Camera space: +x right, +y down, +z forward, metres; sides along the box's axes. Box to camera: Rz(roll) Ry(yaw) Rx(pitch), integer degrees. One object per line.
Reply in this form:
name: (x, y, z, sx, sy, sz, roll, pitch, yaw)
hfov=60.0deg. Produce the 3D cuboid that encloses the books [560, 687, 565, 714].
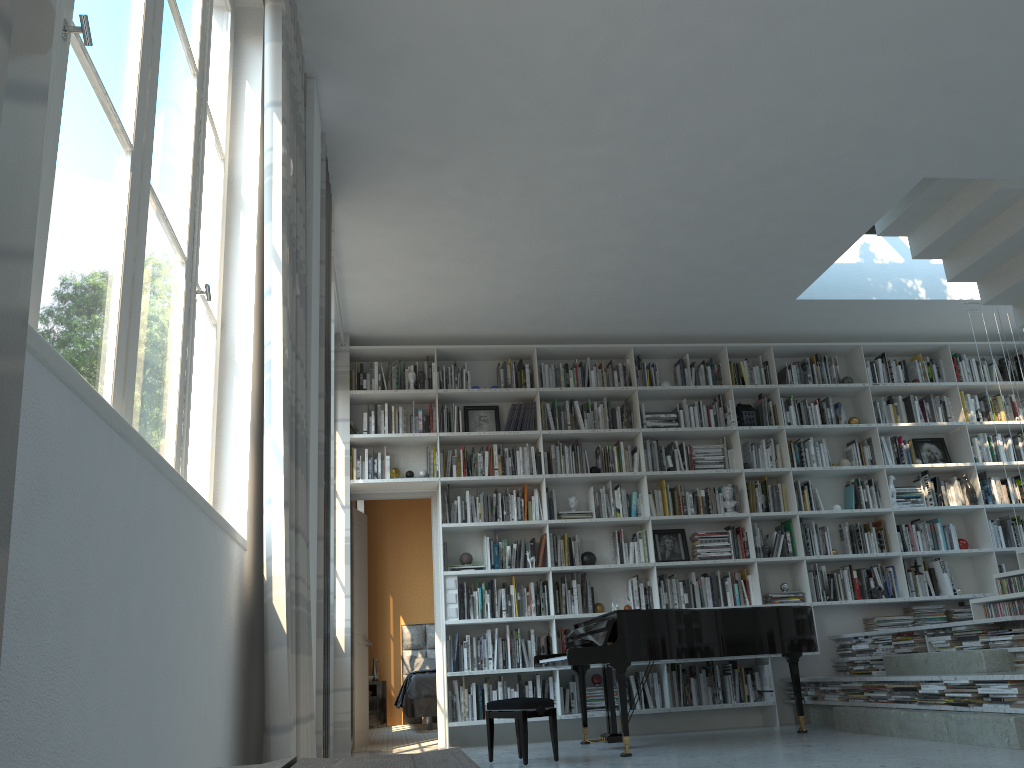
books: (0.372, 2.433, 6.816, 0.025, 0.197, 0.160, -1, -18, -8)

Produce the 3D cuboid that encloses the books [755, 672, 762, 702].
books: (1.916, 2.396, 7.017, 0.029, 0.217, 0.191, -1, -18, -8)

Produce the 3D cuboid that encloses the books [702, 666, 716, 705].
books: (1.550, 2.371, 6.980, 0.013, 0.284, 0.185, -1, -18, -8)

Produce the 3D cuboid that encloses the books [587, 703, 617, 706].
books: (0.667, 2.471, 6.835, 0.254, 0.007, 0.161, 1, -19, -12)

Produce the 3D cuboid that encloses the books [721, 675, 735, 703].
books: (1.696, 2.403, 6.984, 0.029, 0.209, 0.171, -1, -18, -8)

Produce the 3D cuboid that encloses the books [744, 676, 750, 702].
books: (1.828, 2.414, 7.013, 0.024, 0.190, 0.155, -1, -18, -8)

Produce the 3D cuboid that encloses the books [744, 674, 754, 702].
books: (1.851, 2.404, 7.008, 0.022, 0.204, 0.192, -1, -18, -8)

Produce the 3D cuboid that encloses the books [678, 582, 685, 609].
books: (1.352, 1.718, 7.162, 0.023, 0.216, 0.175, -1, -18, -8)

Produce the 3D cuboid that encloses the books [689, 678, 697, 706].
books: (1.395, 2.408, 6.940, 0.028, 0.205, 0.175, -1, -18, -8)

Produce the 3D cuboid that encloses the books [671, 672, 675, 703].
books: (1.244, 2.395, 6.958, 0.010, 0.258, 0.131, -1, -18, -8)

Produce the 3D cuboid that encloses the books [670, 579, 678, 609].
books: (1.292, 1.708, 7.165, 0.027, 0.245, 0.180, -1, -18, -8)

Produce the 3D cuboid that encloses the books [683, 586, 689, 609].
books: (1.379, 1.733, 7.157, 0.029, 0.183, 0.175, -1, -18, -8)

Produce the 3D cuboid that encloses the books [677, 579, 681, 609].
books: (1.327, 1.713, 7.184, 0.021, 0.243, 0.142, -1, -18, -8)

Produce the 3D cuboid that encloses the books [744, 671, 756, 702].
books: (1.874, 2.397, 7.026, 0.028, 0.227, 0.162, -1, -18, -8)

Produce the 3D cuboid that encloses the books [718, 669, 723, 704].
books: (1.616, 2.385, 6.998, 0.024, 0.261, 0.132, -1, -18, -8)

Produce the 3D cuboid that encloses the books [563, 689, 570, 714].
books: (0.412, 2.436, 6.812, 0.053, 0.183, 0.148, -1, -18, -8)

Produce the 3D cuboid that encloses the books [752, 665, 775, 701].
books: (1.978, 2.353, 6.979, 0.038, 0.268, 0.278, -1, -18, -8)

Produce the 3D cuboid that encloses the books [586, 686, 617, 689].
books: (0.658, 2.354, 6.882, 0.285, 0.005, 0.160, -1, -18, -8)

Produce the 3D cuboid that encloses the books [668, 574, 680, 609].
books: (1.311, 1.689, 7.170, 0.013, 0.281, 0.167, -1, -18, -8)

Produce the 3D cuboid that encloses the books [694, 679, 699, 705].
books: (1.420, 2.422, 6.971, 0.030, 0.196, 0.143, -1, -18, -8)

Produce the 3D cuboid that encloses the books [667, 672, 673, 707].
books: (1.203, 2.388, 6.923, 0.026, 0.255, 0.184, -1, -18, -8)

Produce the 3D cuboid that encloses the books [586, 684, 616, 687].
books: (0.659, 2.340, 6.874, 0.285, 0.005, 0.160, -2, -18, -3)

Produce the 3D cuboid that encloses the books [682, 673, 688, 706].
books: (1.331, 2.397, 6.960, 0.022, 0.246, 0.144, -1, -18, -8)

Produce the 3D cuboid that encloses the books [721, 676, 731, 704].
books: (1.677, 2.403, 6.976, 0.010, 0.205, 0.180, -1, -18, -8)

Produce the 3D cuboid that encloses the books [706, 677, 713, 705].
books: (1.532, 2.414, 6.977, 0.024, 0.203, 0.145, -1, -18, -8)

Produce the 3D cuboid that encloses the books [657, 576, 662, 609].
books: (1.171, 1.697, 7.157, 0.011, 0.274, 0.146, -1, -18, -8)

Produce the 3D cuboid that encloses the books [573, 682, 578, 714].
books: (0.472, 2.417, 6.833, 0.027, 0.226, 0.140, -1, -18, -8)

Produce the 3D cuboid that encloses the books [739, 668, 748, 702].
books: (1.810, 2.379, 7.011, 0.011, 0.257, 0.172, -1, -18, -8)

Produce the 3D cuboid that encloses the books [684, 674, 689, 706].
books: (1.349, 2.400, 6.958, 0.012, 0.238, 0.129, -1, -18, -8)

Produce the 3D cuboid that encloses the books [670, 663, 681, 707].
books: (1.279, 2.351, 6.956, 0.012, 0.336, 0.144, -1, -18, -8)

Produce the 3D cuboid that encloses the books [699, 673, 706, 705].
books: (1.476, 2.400, 6.977, 0.030, 0.234, 0.138, -1, -18, -8)

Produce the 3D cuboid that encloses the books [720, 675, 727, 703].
books: (1.648, 2.411, 7.003, 0.040, 0.211, 0.129, -1, -18, -8)

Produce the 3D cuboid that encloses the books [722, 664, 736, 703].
books: (1.714, 2.364, 7.000, 0.011, 0.291, 0.184, -1, -18, -8)

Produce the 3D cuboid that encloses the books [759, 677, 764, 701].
books: (1.942, 2.417, 7.027, 0.023, 0.181, 0.149, -1, -18, -8)

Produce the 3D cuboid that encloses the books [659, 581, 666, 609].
books: (1.192, 1.713, 7.144, 0.027, 0.233, 0.168, -1, -18, -8)

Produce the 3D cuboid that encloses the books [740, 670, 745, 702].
books: (1.789, 2.394, 7.019, 0.028, 0.238, 0.140, -1, -18, -8)

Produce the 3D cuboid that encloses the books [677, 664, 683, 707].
books: (1.303, 2.364, 6.956, 0.034, 0.310, 0.170, -1, -18, -8)

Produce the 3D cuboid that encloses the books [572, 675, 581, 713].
books: (0.497, 2.391, 6.846, 0.027, 0.281, 0.130, -1, -18, -8)

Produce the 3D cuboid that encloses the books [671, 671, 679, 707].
books: (1.262, 2.390, 6.952, 0.025, 0.262, 0.145, -1, -18, -8)

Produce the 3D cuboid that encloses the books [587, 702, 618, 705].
books: (0.666, 2.466, 6.841, 0.285, 0.007, 0.160, -1, -18, -6)

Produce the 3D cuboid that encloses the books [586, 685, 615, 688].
books: (0.658, 2.348, 6.881, 0.254, 0.005, 0.161, -1, -18, -7)

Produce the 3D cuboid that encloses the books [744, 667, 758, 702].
books: (1.894, 2.380, 7.025, 0.013, 0.255, 0.177, -1, -18, -8)

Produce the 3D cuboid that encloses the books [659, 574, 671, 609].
books: (1.237, 1.695, 7.187, 0.027, 0.289, 0.141, -1, -18, -8)

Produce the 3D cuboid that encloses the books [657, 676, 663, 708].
books: (1.146, 2.406, 6.939, 0.021, 0.236, 0.116, -1, -18, -8)

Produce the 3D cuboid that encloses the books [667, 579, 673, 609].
books: (1.264, 1.713, 7.178, 0.024, 0.247, 0.132, -1, -18, -8)

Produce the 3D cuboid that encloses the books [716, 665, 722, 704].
books: (1.599, 2.368, 6.985, 0.014, 0.287, 0.185, -1, -18, -8)

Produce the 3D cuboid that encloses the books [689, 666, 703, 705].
books: (1.447, 2.372, 6.979, 0.026, 0.293, 0.155, -1, -18, -8)

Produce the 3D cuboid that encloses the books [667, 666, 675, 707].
books: (1.221, 2.366, 6.933, 0.014, 0.299, 0.185, -1, -18, -8)

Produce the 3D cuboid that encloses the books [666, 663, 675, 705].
books: (1.232, 2.353, 6.957, 0.014, 0.339, 0.140, -1, -18, -8)

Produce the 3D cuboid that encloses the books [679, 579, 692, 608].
books: (1.405, 1.709, 7.176, 0.029, 0.237, 0.166, -1, -18, -8)

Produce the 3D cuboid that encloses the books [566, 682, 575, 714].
books: (0.448, 2.412, 6.822, 0.023, 0.231, 0.165, -1, -18, -8)

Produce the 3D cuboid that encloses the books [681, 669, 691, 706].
books: (1.359, 2.383, 6.969, 0.012, 0.275, 0.155, -1, -18, -8)

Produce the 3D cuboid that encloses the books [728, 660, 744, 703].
books: (1.769, 2.349, 7.006, 0.013, 0.316, 0.187, -1, -18, -8)

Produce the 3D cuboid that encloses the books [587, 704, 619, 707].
books: (0.667, 2.477, 6.830, 0.285, 0.007, 0.160, -2, -18, -3)

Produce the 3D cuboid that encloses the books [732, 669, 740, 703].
books: (1.743, 2.380, 6.988, 0.044, 0.250, 0.187, -1, -18, -8)

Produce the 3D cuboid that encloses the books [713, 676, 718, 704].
books: (1.569, 2.406, 6.976, 0.022, 0.212, 0.167, -1, -18, -8)

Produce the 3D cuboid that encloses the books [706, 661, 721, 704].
books: (1.584, 2.345, 6.988, 0.014, 0.334, 0.183, -1, -18, -8)

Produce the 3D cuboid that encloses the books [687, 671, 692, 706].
books: (1.371, 2.393, 6.968, 0.012, 0.254, 0.151, -1, -18, -8)

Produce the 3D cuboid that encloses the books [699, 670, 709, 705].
books: (1.504, 2.387, 6.984, 0.028, 0.260, 0.133, -1, -18, -8)

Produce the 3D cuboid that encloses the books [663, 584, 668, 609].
books: (1.217, 1.729, 7.155, 0.024, 0.207, 0.170, -1, -18, -8)
